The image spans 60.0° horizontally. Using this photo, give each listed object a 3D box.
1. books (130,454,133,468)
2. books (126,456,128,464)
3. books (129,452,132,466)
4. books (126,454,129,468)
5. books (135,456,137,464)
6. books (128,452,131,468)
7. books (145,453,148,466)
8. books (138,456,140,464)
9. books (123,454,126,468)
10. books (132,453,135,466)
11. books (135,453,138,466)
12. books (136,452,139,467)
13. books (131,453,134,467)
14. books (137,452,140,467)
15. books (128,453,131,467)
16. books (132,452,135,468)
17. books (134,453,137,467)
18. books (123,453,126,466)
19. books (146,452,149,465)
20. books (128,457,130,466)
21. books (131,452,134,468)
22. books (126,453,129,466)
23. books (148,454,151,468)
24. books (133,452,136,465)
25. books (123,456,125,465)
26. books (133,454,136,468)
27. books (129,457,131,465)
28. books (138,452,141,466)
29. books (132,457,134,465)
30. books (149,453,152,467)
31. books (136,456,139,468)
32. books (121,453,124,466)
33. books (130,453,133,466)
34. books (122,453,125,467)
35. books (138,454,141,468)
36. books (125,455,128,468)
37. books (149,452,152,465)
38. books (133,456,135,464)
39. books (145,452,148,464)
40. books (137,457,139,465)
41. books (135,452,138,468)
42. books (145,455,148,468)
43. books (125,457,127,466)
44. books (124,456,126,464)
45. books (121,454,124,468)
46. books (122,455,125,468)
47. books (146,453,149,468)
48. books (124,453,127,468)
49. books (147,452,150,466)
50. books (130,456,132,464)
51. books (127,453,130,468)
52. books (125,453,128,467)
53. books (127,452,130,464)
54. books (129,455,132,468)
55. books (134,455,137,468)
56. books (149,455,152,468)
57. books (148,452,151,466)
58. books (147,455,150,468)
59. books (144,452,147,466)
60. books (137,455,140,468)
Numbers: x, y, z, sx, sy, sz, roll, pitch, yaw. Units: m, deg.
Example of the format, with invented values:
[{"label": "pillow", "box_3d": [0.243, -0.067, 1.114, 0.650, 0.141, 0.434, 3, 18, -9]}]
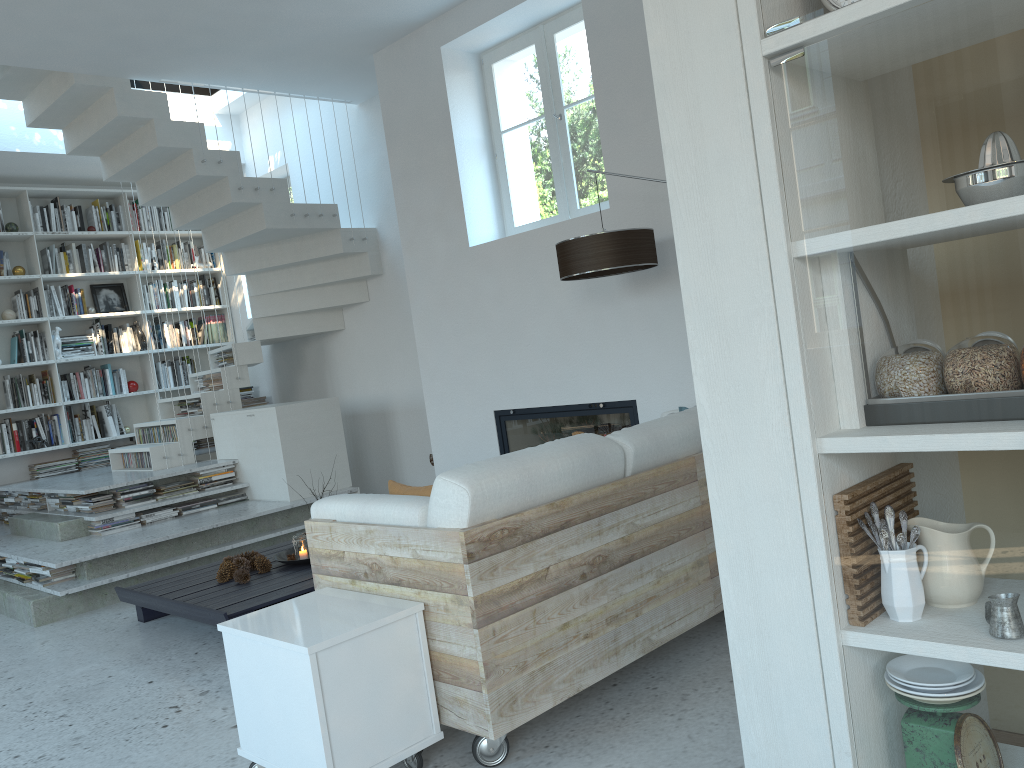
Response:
[{"label": "books", "box_3d": [-3.034, 0.610, 7.215, 0.125, 0.125, 0.007, -11, 4, -44]}, {"label": "books", "box_3d": [-3.098, 0.617, 7.280, 0.125, 0.125, 0.009, -11, 4, -44]}, {"label": "books", "box_3d": [-3.045, 0.611, 7.225, 0.125, 0.125, 0.008, -11, 4, -44]}, {"label": "books", "box_3d": [-3.092, 0.616, 7.274, 0.125, 0.125, 0.007, -11, 4, -44]}, {"label": "books", "box_3d": [-2.969, 0.603, 7.147, 0.125, 0.125, 0.008, -11, 4, -44]}, {"label": "books", "box_3d": [-3.065, 0.614, 7.246, 0.125, 0.125, 0.008, -11, 4, -44]}, {"label": "books", "box_3d": [-2.822, 0.588, 6.997, 0.125, 0.125, 0.011, -11, 4, -44]}, {"label": "books", "box_3d": [-2.926, 0.599, 7.104, 0.125, 0.125, 0.007, -11, 4, -44]}, {"label": "books", "box_3d": [-3.137, 0.621, 7.319, 0.125, 0.125, 0.007, -11, 4, -44]}, {"label": "books", "box_3d": [-3.001, 0.607, 7.181, 0.125, 0.125, 0.009, -11, 4, -44]}, {"label": "books", "box_3d": [-2.958, 0.602, 7.136, 0.125, 0.125, 0.008, -11, 4, -44]}, {"label": "books", "box_3d": [-2.947, 0.601, 7.125, 0.125, 0.125, 0.008, -11, 4, -44]}, {"label": "books", "box_3d": [-3.017, 0.608, 7.197, 0.125, 0.125, 0.007, -11, 4, -44]}, {"label": "books", "box_3d": [-2.932, 0.599, 7.109, 0.125, 0.125, 0.008, -11, 4, -44]}, {"label": "books", "box_3d": [-3.060, 0.613, 7.241, 0.125, 0.125, 0.007, -11, 4, -44]}, {"label": "books", "box_3d": [-3.007, 0.607, 7.186, 0.125, 0.125, 0.008, -11, 4, -44]}, {"label": "books", "box_3d": [-2.974, 0.604, 7.153, 0.125, 0.125, 0.008, -11, 4, -44]}, {"label": "books", "box_3d": [-3.131, 0.621, 7.314, 0.125, 0.125, 0.007, -11, 4, -44]}, {"label": "books", "box_3d": [-2.805, 0.586, 6.979, 0.125, 0.125, 0.008, -11, 4, -44]}, {"label": "books", "box_3d": [-3.071, 0.614, 7.252, 0.125, 0.125, 0.008, -11, 4, -44]}, {"label": "books", "box_3d": [-3.023, 0.609, 7.203, 0.125, 0.125, 0.009, -11, 4, -44]}, {"label": "books", "box_3d": [-3.087, 0.616, 7.269, 0.125, 0.125, 0.008, -11, 4, -44]}, {"label": "books", "box_3d": [-2.786, 0.584, 6.959, 0.125, 0.125, 0.008, -11, 4, -44]}, {"label": "books", "box_3d": [-2.985, 0.605, 7.164, 0.125, 0.125, 0.008, -11, 4, -44]}, {"label": "books", "box_3d": [-3.142, 0.622, 7.325, 0.125, 0.125, 0.009, -11, 4, -44]}, {"label": "books", "box_3d": [-2.991, 0.606, 7.170, 0.125, 0.125, 0.007, -11, 4, -44]}, {"label": "books", "box_3d": [-3.055, 0.612, 7.236, 0.125, 0.125, 0.007, -11, 4, -44]}, {"label": "books", "box_3d": [-2.916, 0.598, 7.093, 0.125, 0.125, 0.007, -11, 4, -44]}, {"label": "books", "box_3d": [-3.012, 0.608, 7.192, 0.125, 0.125, 0.007, -11, 4, -44]}, {"label": "books", "box_3d": [-2.770, 0.582, 6.943, 0.125, 0.125, 0.007, -11, 4, -44]}, {"label": "books", "box_3d": [-2.952, 0.602, 7.130, 0.125, 0.125, 0.007, -11, 4, -44]}, {"label": "books", "box_3d": [-3.160, 0.624, 7.344, 0.125, 0.125, 0.008, -11, 4, -44]}, {"label": "books", "box_3d": [-3.029, 0.610, 7.209, 0.125, 0.125, 0.008, -11, 4, -44]}, {"label": "books", "box_3d": [-3.149, 0.622, 7.332, 0.125, 0.125, 0.010, -11, 4, -44]}, {"label": "books", "box_3d": [-2.921, 0.598, 7.098, 0.125, 0.125, 0.007, -11, 4, -44]}, {"label": "books", "box_3d": [-3.109, 0.618, 7.291, 0.125, 0.125, 0.007, -11, 4, -44]}, {"label": "books", "box_3d": [-2.764, 0.582, 6.937, 0.125, 0.125, 0.008, -11, 4, -44]}, {"label": "books", "box_3d": [-2.996, 0.606, 7.175, 0.125, 0.125, 0.008, -11, 4, -44]}, {"label": "books", "box_3d": [-2.817, 0.587, 6.991, 0.125, 0.125, 0.011, -11, 4, -44]}, {"label": "books", "box_3d": [-2.942, 0.601, 7.120, 0.125, 0.125, 0.009, -11, 4, -44]}, {"label": "books", "box_3d": [-2.963, 0.603, 7.142, 0.125, 0.125, 0.009, -11, 4, -44]}, {"label": "books", "box_3d": [-2.829, 0.588, 7.004, 0.125, 0.125, 0.008, -11, 4, -44]}, {"label": "books", "box_3d": [-3.115, 0.619, 7.298, 0.125, 0.125, 0.010, -11, 4, -44]}, {"label": "books", "box_3d": [-3.126, 0.620, 7.309, 0.125, 0.125, 0.008, -11, 4, -44]}, {"label": "books", "box_3d": [-3.166, 0.624, 7.349, 0.125, 0.125, 0.007, -11, 4, -44]}, {"label": "books", "box_3d": [-3.155, 0.623, 7.339, 0.125, 0.125, 0.008, -11, 4, -44]}, {"label": "books", "box_3d": [-2.811, 0.587, 6.985, 0.125, 0.125, 0.008, -11, 4, -44]}, {"label": "books", "box_3d": [-3.121, 0.619, 7.304, 0.125, 0.125, 0.008, -11, 4, -44]}, {"label": "books", "box_3d": [-2.793, 0.585, 6.967, 0.125, 0.125, 0.012, -11, 4, -44]}, {"label": "books", "box_3d": [-3.040, 0.611, 7.220, 0.125, 0.125, 0.008, -11, 4, -44]}, {"label": "books", "box_3d": [-3.077, 0.615, 7.258, 0.125, 0.125, 0.008, -11, 4, -44]}, {"label": "books", "box_3d": [-3.103, 0.618, 7.285, 0.125, 0.125, 0.009, -11, 4, -44]}, {"label": "books", "box_3d": [-3.082, 0.615, 7.264, 0.125, 0.125, 0.008, -11, 4, -44]}, {"label": "books", "box_3d": [-3.050, 0.612, 7.230, 0.125, 0.125, 0.007, -11, 4, -44]}, {"label": "books", "box_3d": [-2.979, 0.604, 7.158, 0.125, 0.125, 0.008, -11, 4, -44]}, {"label": "books", "box_3d": [-2.775, 0.583, 6.948, 0.125, 0.125, 0.007, -11, 4, -44]}, {"label": "books", "box_3d": [-2.780, 0.583, 6.953, 0.125, 0.125, 0.007, -11, 4, -44]}, {"label": "books", "box_3d": [-2.800, 0.585, 6.974, 0.125, 0.125, 0.010, -11, 4, -44]}, {"label": "books", "box_3d": [-2.834, 0.589, 7.009, 0.125, 0.125, 0.007, -11, 4, -44]}, {"label": "books", "box_3d": [-2.937, 0.600, 7.114, 0.125, 0.125, 0.007, -11, 4, -44]}]
